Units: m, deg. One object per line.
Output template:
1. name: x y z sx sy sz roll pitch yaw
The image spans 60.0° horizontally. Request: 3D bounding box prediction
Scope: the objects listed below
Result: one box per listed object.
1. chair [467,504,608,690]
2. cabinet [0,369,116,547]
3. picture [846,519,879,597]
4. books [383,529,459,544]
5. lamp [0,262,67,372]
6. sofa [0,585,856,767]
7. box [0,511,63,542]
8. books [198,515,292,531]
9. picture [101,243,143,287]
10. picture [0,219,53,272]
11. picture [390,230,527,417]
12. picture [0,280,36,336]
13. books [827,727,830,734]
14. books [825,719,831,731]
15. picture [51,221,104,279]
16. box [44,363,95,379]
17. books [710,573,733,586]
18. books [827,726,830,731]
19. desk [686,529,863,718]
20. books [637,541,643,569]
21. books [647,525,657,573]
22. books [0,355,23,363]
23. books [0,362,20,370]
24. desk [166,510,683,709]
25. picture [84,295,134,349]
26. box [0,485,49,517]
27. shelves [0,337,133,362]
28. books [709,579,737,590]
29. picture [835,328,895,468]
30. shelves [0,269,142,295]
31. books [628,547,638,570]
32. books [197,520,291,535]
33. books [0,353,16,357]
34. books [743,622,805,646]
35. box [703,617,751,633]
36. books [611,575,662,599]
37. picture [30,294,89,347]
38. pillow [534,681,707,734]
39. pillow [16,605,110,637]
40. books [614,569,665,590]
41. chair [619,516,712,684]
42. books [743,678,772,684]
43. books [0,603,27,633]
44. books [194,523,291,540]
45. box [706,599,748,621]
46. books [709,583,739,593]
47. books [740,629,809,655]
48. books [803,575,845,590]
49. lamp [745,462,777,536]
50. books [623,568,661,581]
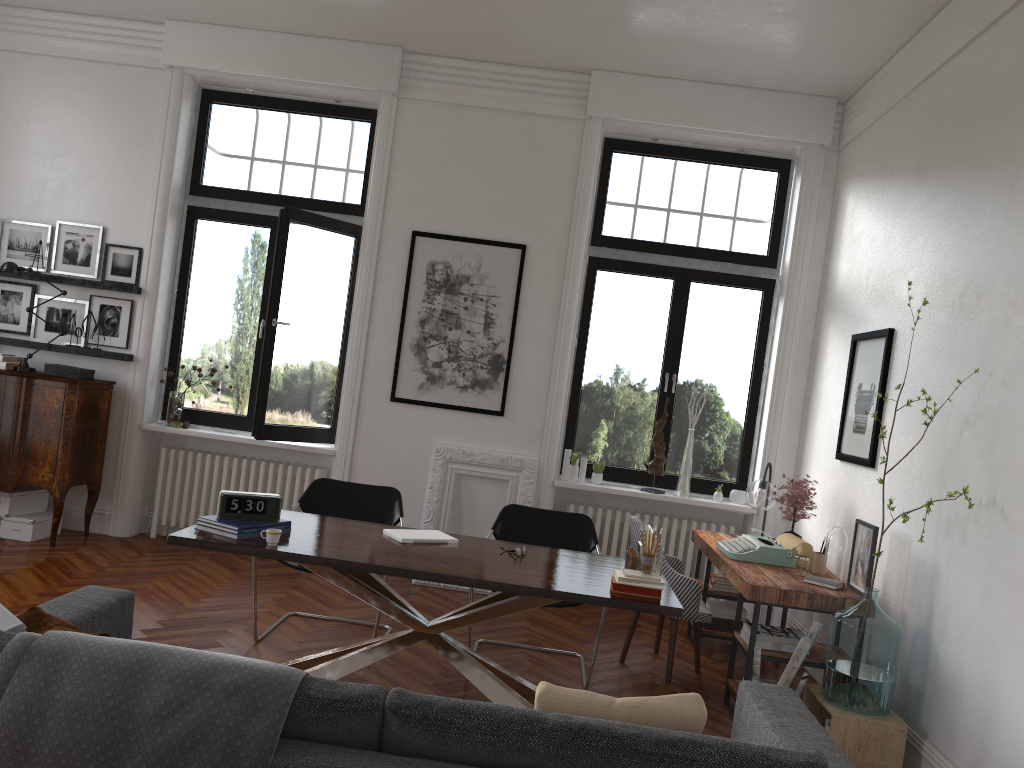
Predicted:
1. chair: 0.148 1.188 5.050 0.752 0.873 0.745 8 1 2
2. cabinet: -3.774 0.502 6.588 1.266 1.218 0.640 8 1 2
3. picture: 1.836 0.910 4.646 0.023 0.369 0.282 8 1 3
4. books: -0.464 0.777 4.516 0.326 0.026 0.230 8 0 -33
5. lamp: -3.630 -0.491 6.684 0.491 0.803 0.174 7 1 -33
6. sofa: -0.348 1.187 2.656 2.644 0.829 1.262 8 0 2
7. box: -3.578 1.058 6.606 0.245 0.177 0.394 8 0 3
8. books: -1.231 0.632 4.099 0.250 0.017 0.344 8 0 27
9. picture: -3.035 -0.926 6.896 0.289 0.303 0.020 8 1 2
10. picture: -3.816 -1.083 6.929 0.415 0.367 0.020 8 1 2
11. picture: -0.414 -0.463 6.800 0.882 1.324 0.035 8 1 2
12. picture: -3.933 -0.602 6.941 0.373 0.406 0.020 8 1 2
13. books: 1.515 1.696 4.051 0.170 0.232 0.012 8 1 2
14. books: 1.526 1.685 4.094 0.187 0.258 0.054 8 1 3
15. picture: -3.388 -1.047 6.910 0.369 0.409 0.020 8 1 2
16. box: -3.337 -0.092 6.690 0.282 0.086 0.208 8 0 2
17. books: 1.447 1.331 6.031 0.190 0.023 0.239 8 0 2
18. books: 1.516 1.696 4.064 0.170 0.232 0.012 8 1 2
19. desk: 1.509 1.436 5.379 0.647 0.758 1.798 8 0 3
20. books: 0.622 0.847 4.288 0.041 0.157 0.128 8 1 3
21. books: 0.668 0.818 4.266 0.043 0.239 0.310 8 0 2
22. books: -3.851 -0.198 6.635 0.239 0.044 0.254 8 0 2
23. books: -3.859 -0.148 6.630 0.294 0.057 0.229 8 0 2
24. desk: -0.408 1.172 4.277 2.226 0.751 1.029 8 0 2
25. picture: -3.143 -0.484 6.910 0.343 0.384 0.020 8 1 2
26. box: -3.684 0.867 6.607 0.209 0.177 0.394 8 0 13
27. shelves: -3.702 -0.302 6.868 1.514 0.055 0.156 8 0 2
28. books: 1.443 1.353 6.030 0.209 0.023 0.251 8 0 2
29. picture: 2.157 0.084 5.429 0.050 0.816 0.634 8 1 3
30. shelves: -3.633 -0.821 6.856 1.514 0.055 0.158 8 0 2
31. books: 0.572 0.862 4.248 0.028 0.125 0.221 8 0 3
32. books: -1.234 0.649 4.099 0.250 0.017 0.344 8 0 27
33. books: -3.852 -0.227 6.613 0.200 0.014 0.179 8 0 2
34. books: 1.397 1.325 4.684 0.308 0.038 0.225 8 0 2
35. box: 1.442 1.617 6.053 0.317 0.082 0.296 8 0 2
36. books: 0.551 0.900 3.937 0.215 0.040 0.159 8 0 4
37. picture: -3.530 -0.491 6.925 0.433 0.365 0.020 8 1 2
38. pillow: 0.281 1.044 2.464 0.486 0.460 0.225 8 1 2
39. pillow: -1.254 0.868 2.624 0.469 0.397 0.330 8 1 40
40. books: 0.564 0.867 3.941 0.207 0.028 0.164 8 0 0
41. chair: 0.933 1.285 5.384 0.547 0.900 0.716 8 1 -5
42. books: 1.368 1.626 4.720 0.267 0.014 0.196 8 0 14
43. books: -1.525 0.696 2.481 0.224 0.096 0.279 8 0 44
44. books: -1.244 0.670 4.113 0.264 0.027 0.348 8 0 27
45. box: 1.453 1.541 6.055 0.256 0.066 0.238 8 0 3
46. books: 1.440 1.375 6.032 0.209 0.024 0.247 8 0 2
47. books: 1.383 1.359 4.678 0.309 0.038 0.225 8 0 1
48. books: 1.655 1.058 4.750 0.213 0.031 0.129 8 0 40
49. lamp: 1.696 0.802 5.988 0.207 0.550 0.442 8 1 26
50. books: 0.579 0.850 3.951 0.159 0.008 0.128 8 0 4
